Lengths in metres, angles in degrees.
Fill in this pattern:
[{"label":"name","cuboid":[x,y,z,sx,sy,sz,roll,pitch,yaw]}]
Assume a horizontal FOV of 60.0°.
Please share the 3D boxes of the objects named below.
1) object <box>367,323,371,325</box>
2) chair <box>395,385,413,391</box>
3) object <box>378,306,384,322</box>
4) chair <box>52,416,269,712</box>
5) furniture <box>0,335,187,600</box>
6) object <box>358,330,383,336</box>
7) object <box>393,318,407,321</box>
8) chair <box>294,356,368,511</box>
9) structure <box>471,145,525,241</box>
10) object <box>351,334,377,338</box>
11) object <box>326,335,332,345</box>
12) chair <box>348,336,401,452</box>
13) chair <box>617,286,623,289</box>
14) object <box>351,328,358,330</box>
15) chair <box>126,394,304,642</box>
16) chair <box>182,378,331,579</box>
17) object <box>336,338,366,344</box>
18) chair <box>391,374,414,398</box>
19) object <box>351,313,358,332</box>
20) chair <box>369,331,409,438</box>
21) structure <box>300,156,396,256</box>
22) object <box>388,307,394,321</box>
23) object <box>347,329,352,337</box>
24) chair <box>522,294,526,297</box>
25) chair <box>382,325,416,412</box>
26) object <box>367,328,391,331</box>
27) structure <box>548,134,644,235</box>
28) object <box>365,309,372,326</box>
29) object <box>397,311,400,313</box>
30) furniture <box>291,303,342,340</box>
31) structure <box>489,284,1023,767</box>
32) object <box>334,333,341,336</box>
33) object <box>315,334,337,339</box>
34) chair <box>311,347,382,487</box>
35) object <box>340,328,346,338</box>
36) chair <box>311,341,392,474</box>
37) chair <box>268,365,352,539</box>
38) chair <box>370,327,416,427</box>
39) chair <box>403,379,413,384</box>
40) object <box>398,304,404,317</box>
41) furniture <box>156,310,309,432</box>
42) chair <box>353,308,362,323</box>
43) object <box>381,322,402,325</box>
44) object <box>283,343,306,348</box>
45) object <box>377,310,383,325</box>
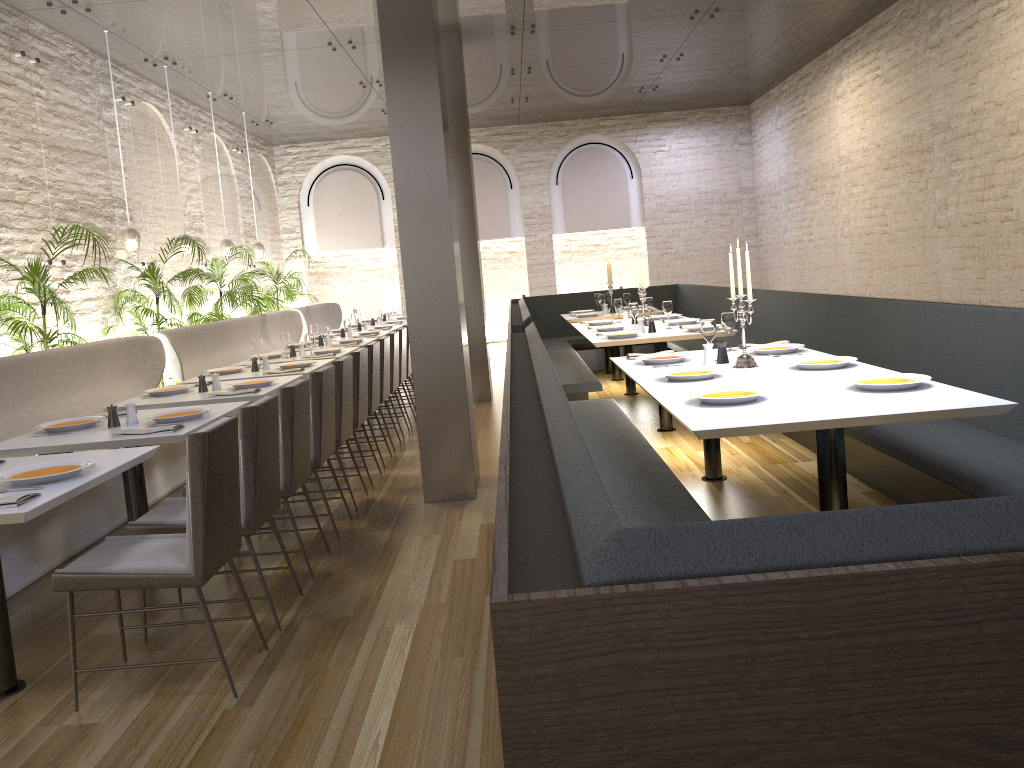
[{"label":"object","cuboid":[-2.165,-0.858,12.790,0.273,0.033,0.143,-5,7,0]},{"label":"chair","cuboid":[-1.246,-0.272,10.054,0.565,0.902,0.413,-5,5,0]},{"label":"object","cuboid":[-1.979,-1.056,13.380,0.086,0.230,0.086,-2,6,30]},{"label":"chair","cuboid":[-1.242,0.607,3.131,0.565,0.902,0.413,-5,5,0]},{"label":"furniture","cuboid":[-2.640,0.407,4.885,0.709,1.093,4.494,-5,7,1]},{"label":"object","cuboid":[-1.646,-0.585,10.229,0.322,0.036,0.322,-8,8,-21]},{"label":"object","cuboid":[-1.649,-0.957,13.222,0.273,0.033,0.143,-5,7,0]},{"label":"chair","cuboid":[-1.243,0.311,5.465,0.565,0.902,0.413,-5,5,0]},{"label":"structure","cuboid":[-0.663,-3.351,15.562,1.633,1.669,0.098,-5,5,0]},{"label":"object","cuboid":[-1.647,-0.532,9.872,0.273,0.033,0.143,-5,7,0]},{"label":"object","cuboid":[-1.871,-0.454,9.041,0.059,0.109,0.059,-6,5,-8]},{"label":"chair","cuboid":[-1.244,0.092,7.185,0.565,0.902,0.413,-5,5,0]},{"label":"chair","cuboid":[1.801,-1.343,16.442,0.565,0.902,0.413,-5,5,0]},{"label":"object","cuboid":[-2.164,-0.719,11.690,0.273,0.033,0.143,-5,7,0]},{"label":"chair","cuboid":[-1.242,0.535,3.694,0.565,0.902,0.413,-5,5,0]},{"label":"chair","cuboid":[-1.242,0.460,4.286,0.565,0.902,0.413,-5,5,0]},{"label":"object","cuboid":[-1.645,-0.437,9.062,0.322,0.036,0.322,-8,8,-21]},{"label":"chair","cuboid":[-1.245,-0.200,9.487,0.565,0.902,0.413,-5,5,0]},{"label":"object","cuboid":[-1.978,-0.775,11.163,0.086,0.230,0.086,-2,6,30]},{"label":"chair","cuboid":[-1.244,0.017,7.777,0.565,0.902,0.413,-5,5,0]},{"label":"structure","cuboid":[-2.916,-3.161,15.577,1.633,1.669,0.098,-5,5,0]},{"label":"object","cuboid":[-1.725,-0.992,12.707,0.086,0.230,0.086,-2,6,30]},{"label":"object","cuboid":[-1.872,-0.602,10.208,0.059,0.109,0.059,-6,5,-8]},{"label":"chair","cuboid":[0.494,-1.233,16.451,0.565,0.902,0.413,-5,5,0]},{"label":"chair","cuboid":[-1.245,-0.125,8.898,0.565,0.902,0.413,-5,5,0]},{"label":"object","cuboid":[-1.647,-0.674,10.986,0.273,0.033,0.143,-5,7,0]},{"label":"structure","cuboid":[1.449,-3.531,15.548,1.633,1.669,0.098,-5,5,0]},{"label":"object","cuboid":[-1.979,-0.914,12.256,0.086,0.230,0.086,-2,6,30]},{"label":"object","cuboid":[-2.234,-1.360,16.787,0.273,0.033,0.143,-5,7,0]},{"label":"furniture","cuboid":[-2.645,-0.644,13.172,0.707,1.093,2.595,-5,7,1]},{"label":"structure","cuboid":[1.194,-0.061,6.367,2.371,0.997,10.792,-5,7,1]},{"label":"object","cuboid":[-2.163,-0.578,10.576,0.273,0.033,0.143,-5,7,0]},{"label":"object","cuboid":[-2.182,-0.540,10.235,0.322,0.036,0.322,-8,8,-21]},{"label":"chair","cuboid":[-1.243,0.236,6.057,0.565,0.902,0.413,-5,5,0]},{"label":"object","cuboid":[-1.942,-0.591,10.162,0.059,0.109,0.059,-6,5,-8]},{"label":"chair","cuboid":[-1.244,0.164,6.621,0.565,0.902,0.413,-5,5,0]},{"label":"chair","cuboid":[-1.243,0.382,4.901,0.565,0.902,0.413,-5,5,0]},{"label":"chair","cuboid":[-1.245,-0.054,8.336,0.565,0.902,0.413,-5,5,0]},{"label":"chair","cuboid":[-1.246,-0.346,10.641,0.565,0.902,0.413,-5,5,0]},{"label":"object","cuboid":[-1.726,-1.135,13.830,0.086,0.230,0.086,-2,6,30]},{"label":"furniture","cuboid":[-2.643,-0.179,9.508,0.709,1.093,4.494,-5,7,1]},{"label":"chair","cuboid":[-2.610,-0.969,16.471,0.565,0.902,0.413,-5,5,0]},{"label":"object","cuboid":[-1.648,-0.813,12.085,0.273,0.033,0.143,-5,7,0]},{"label":"object","cuboid":[-2.181,-0.392,9.068,0.322,0.036,0.322,-8,8,-21]},{"label":"object","cuboid":[-1.725,-0.854,11.613,0.086,0.230,0.086,-2,6,30]}]
